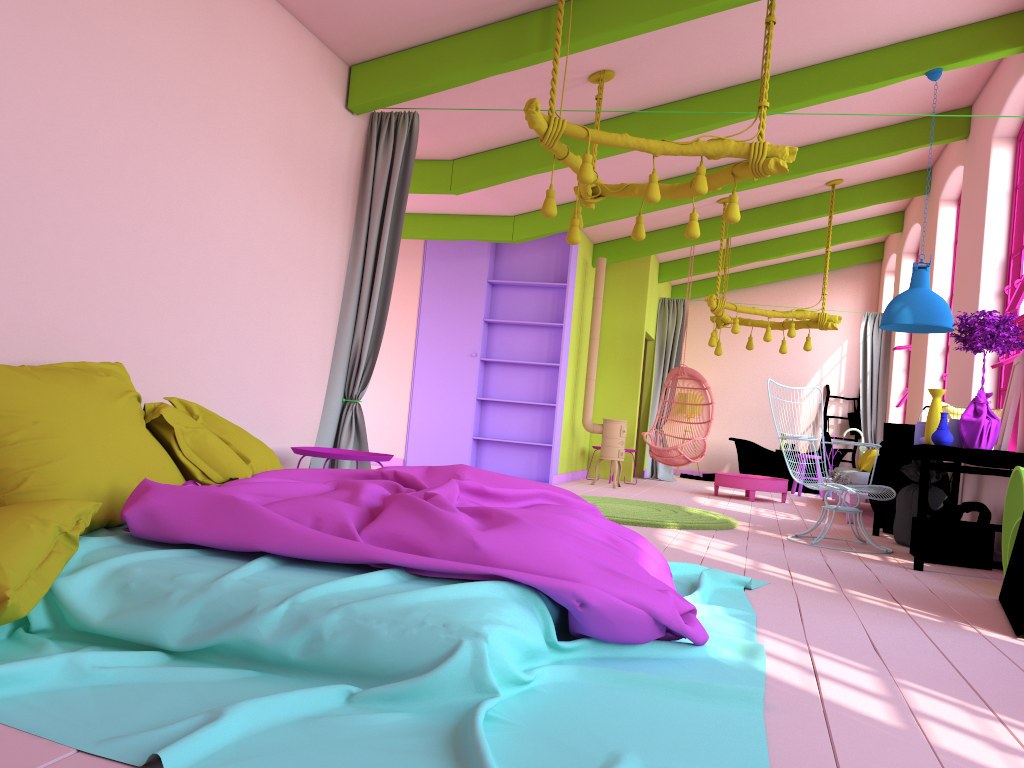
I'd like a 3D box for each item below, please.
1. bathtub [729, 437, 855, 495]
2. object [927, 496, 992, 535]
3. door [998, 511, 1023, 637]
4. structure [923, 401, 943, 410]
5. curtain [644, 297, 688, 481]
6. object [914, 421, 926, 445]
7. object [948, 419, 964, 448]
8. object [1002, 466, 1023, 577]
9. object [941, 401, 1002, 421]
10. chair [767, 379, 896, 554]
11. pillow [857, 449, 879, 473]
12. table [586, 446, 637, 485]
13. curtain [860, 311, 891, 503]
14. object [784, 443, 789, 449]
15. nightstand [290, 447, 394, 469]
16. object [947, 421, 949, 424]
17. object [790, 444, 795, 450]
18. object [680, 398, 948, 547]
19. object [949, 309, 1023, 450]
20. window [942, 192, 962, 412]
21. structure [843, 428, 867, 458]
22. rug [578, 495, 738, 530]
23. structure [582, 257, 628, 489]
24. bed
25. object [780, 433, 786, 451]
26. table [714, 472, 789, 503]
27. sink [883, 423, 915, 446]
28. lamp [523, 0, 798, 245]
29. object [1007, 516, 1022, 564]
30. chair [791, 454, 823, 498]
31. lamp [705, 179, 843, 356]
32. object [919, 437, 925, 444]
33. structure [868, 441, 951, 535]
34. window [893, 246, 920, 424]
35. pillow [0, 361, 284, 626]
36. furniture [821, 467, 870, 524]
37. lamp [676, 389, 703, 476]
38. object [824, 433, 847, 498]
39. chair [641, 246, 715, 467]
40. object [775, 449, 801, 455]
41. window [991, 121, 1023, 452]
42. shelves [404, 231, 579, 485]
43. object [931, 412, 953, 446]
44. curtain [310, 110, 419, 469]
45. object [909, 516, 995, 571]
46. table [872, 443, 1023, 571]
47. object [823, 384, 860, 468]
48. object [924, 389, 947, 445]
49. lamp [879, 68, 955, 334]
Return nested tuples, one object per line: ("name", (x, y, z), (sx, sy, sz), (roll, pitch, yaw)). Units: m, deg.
("bathtub", (4.328, 1.289, 13.872), (1.888, 0.740, 0.826), (5, -2, 16))
("object", (3.219, 1.053, 6.487), (0.300, 0.448, 0.672), (6, -2, -9))
("door", (2.697, 0.052, 4.229), (0.449, 2.210, 1.154), (5, -2, 26))
("structure", (3.477, 0.337, 7.336), (0.166, 0.396, 0.087), (5, -2, 25))
("curtain", (2.315, 0.045, 13.406), (0.518, 2.784, 0.525), (5, -1, -3))
("object", (3.181, 0.393, 6.873), (0.109, 0.197, 0.109), (5, -2, 8))
("object", (3.035, 0.340, 6.062), (0.109, 0.197, 0.109), (6, -2, -37))
("object", (3.054, 0.857, 5.200), (0.218, 0.733, 0.451), (5, -2, 16))
("object", (3.348, 0.317, 6.646), (0.444, 0.369, 0.633), (5, -2, 16))
("chair", (2.503, 0.617, 6.853), (1.079, 1.238, 0.924), (7, -2, -40))
("pillow", (4.340, 0.913, 10.390), (0.578, 0.399, 1.998), (5, -2, 16))
("table", (1.339, 1.076, 11.793), (0.596, 0.458, 0.596), (7, -2, -37))
("curtain", (5.127, 0.331, 12.603), (0.518, 2.784, 0.525), (4, -2, 35))
("object", (4.238, 1.002, 13.708), (0.069, 0.170, 0.069), (4, -2, 35))
("nightstand", (-1.008, 0.617, 5.171), (0.596, 0.458, 0.596), (7, -2, -37))
("object", (3.423, 0.399, 7.079), (0.411, 0.250, 0.165), (7, -2, -39))
("object", (4.377, 1.019, 13.839), (0.069, 0.170, 0.069), (4, -2, 35))
("object", (3.273, 0.670, 11.096), (2.826, 1.579, 7.869), (5, -2, 16))
("object", (3.148, -0.032, 5.921), (0.441, 0.950, 0.502), (6, -2, -24))
("window", (4.658, -0.709, 9.192), (0.072, 3.046, 1.275), (5, -2, 16))
("structure", (5.296, 1.213, 13.587), (0.254, 1.061, 0.451), (6, -2, -31))
("rug", (0.989, 1.103, 7.722), (1.888, 0.050, 1.889), (5, -2, 3))
("structure", (1.246, -0.141, 11.008), (0.577, 2.813, 0.403), (4, -2, 33))
("bed", (-0.410, 0.586, 3.403), (2.801, 0.513, 3.578), (5, -2, 16))
("object", (4.244, 0.936, 13.882), (0.097, 0.320, 0.097), (5, -2, 27))
("table", (2.949, 1.283, 10.970), (0.885, 0.285, 0.886), (3, -3, 42))
("sink", (3.283, 0.420, 7.359), (0.340, 0.194, 0.609), (5, -2, 16))
("lamp", (0.880, -2.030, 5.912), (1.611, 2.264, 1.776), (5, -2, -2))
("object", (2.884, 0.965, 4.901), (0.137, 0.462, 0.284), (5, -2, 1))
("chair", (4.222, 1.314, 12.750), (0.473, 0.593, 0.446), (6, -2, -15))
("lamp", (3.050, -1.444, 11.042), (1.611, 2.264, 1.776), (5, -2, -2))
("object", (3.042, 0.428, 6.448), (0.137, 0.076, 0.076), (4, -2, 36))
("structure", (3.633, 0.963, 8.129), (0.718, 0.844, 0.718), (6, -2, -17))
("window", (5.311, -0.553, 11.553), (0.551, 3.008, 1.514), (5, -2, 16))
("pillow", (-1.509, 0.322, 3.453), (0.848, 0.822, 2.618), (5, -2, 5))
("furniture", (4.123, 1.257, 10.348), (0.907, 0.507, 3.778), (5, -2, 16))
("lamp", (2.933, 0.817, 14.935), (0.477, 1.466, 0.491), (7, -2, -44))
("object", (4.716, 1.166, 12.977), (0.277, 0.987, 0.451), (6, -2, -30))
("chair", (2.249, -0.477, 11.620), (0.860, 3.129, 0.807), (4, -2, 35))
("object", (4.316, 1.076, 13.886), (0.360, 0.068, 1.324), (5, -2, 16))
("window", (4.007, -0.848, 6.821), (0.492, 3.002, 1.498), (5, -2, 16))
("shelves", (-0.256, -0.424, 10.670), (1.841, 3.103, 0.385), (5, -2, 16))
("object", (2.838, 0.298, 5.840), (0.132, 0.219, 0.132), (4, -2, 32))
("curtain", (-0.999, -0.523, 5.935), (0.518, 2.784, 0.525), (5, -1, -3))
("object", (3.140, 1.135, 6.354), (0.446, 0.277, 0.522), (5, -2, 16))
("table", (3.229, 0.882, 6.677), (0.655, 0.820, 2.194), (5, -2, 16))
("object", (5.329, 0.896, 14.376), (0.603, 1.764, 0.410), (5, -2, 16))
("object", (2.880, 0.228, 6.038), (0.116, 0.383, 0.116), (6, -2, -11))
("lamp", (3.169, -1.414, 6.777), (0.529, 2.001, 0.528), (7, -2, -43))
